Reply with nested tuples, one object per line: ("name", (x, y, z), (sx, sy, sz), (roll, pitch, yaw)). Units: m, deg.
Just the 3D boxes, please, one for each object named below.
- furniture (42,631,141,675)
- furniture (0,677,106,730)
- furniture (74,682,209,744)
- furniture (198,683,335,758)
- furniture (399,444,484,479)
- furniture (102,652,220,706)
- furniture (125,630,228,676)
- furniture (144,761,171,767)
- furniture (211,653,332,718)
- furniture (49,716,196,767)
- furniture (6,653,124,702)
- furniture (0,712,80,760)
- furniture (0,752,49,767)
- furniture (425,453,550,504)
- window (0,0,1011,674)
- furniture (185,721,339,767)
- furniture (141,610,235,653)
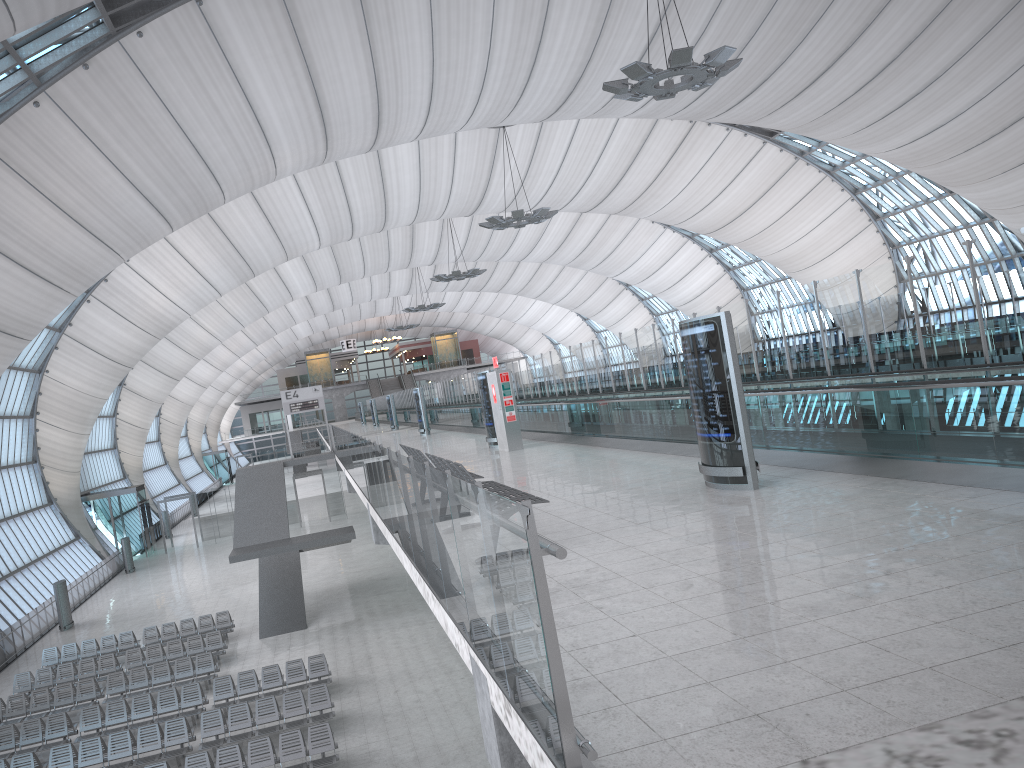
("furniture", (-12.781, 8.214, 26.898), (2.705, 0.913, 1.572), (-9, 0, -13))
("furniture", (-11.662, 8.041, 22.038), (2.705, 0.913, 1.572), (-9, 0, -13))
("furniture", (-8.330, 7.494, 20.082), (2.705, 0.913, 1.572), (-9, 0, -13))
("furniture", (-5.058, 6.956, 18.389), (2.705, 0.913, 1.572), (-9, 0, -13))
("furniture", (-0.950, 1.216, 11.737), (0.713, 0.902, 2.520), (-9, 0, -13))
("furniture", (-8.929, 7.586, 22.684), (2.705, 0.913, 1.572), (-9, 0, -13))
("furniture", (-9.455, 7.667, 24.971), (2.705, 0.913, 1.572), (-9, 0, -13))
("furniture", (-7.254, 7.328, 15.405), (2.705, 0.913, 1.572), (-9, 0, -13))
("furniture", (-5.596, 7.039, 20.728), (2.705, 0.913, 1.572), (-9, 0, -13))
("furniture", (-7.792, 7.411, 17.744), (2.705, 0.913, 1.572), (-9, 0, -13))
("furniture", (-12.189, 8.122, 24.326), (2.705, 0.913, 1.572), (-9, 0, -13))
("furniture", (-11.064, 7.949, 19.437), (2.705, 0.913, 1.572), (-9, 0, -13))
("furniture", (-10.526, 7.866, 17.098), (2.705, 0.913, 1.572), (-9, 0, -13))
("furniture", (-0.290, 1.114, 8.789), (0.713, 0.902, 2.520), (-9, 0, -13))
("window", (-7.178, -2.401, 80.012), (50.537, 20.004, 167.818), (-9, 0, -13))
("furniture", (-4.520, 6.873, 16.050), (2.705, 0.913, 1.572), (-9, 0, -13))
("furniture", (-10.047, 7.759, 27.544), (2.705, 0.913, 1.572), (-9, 0, -13))
